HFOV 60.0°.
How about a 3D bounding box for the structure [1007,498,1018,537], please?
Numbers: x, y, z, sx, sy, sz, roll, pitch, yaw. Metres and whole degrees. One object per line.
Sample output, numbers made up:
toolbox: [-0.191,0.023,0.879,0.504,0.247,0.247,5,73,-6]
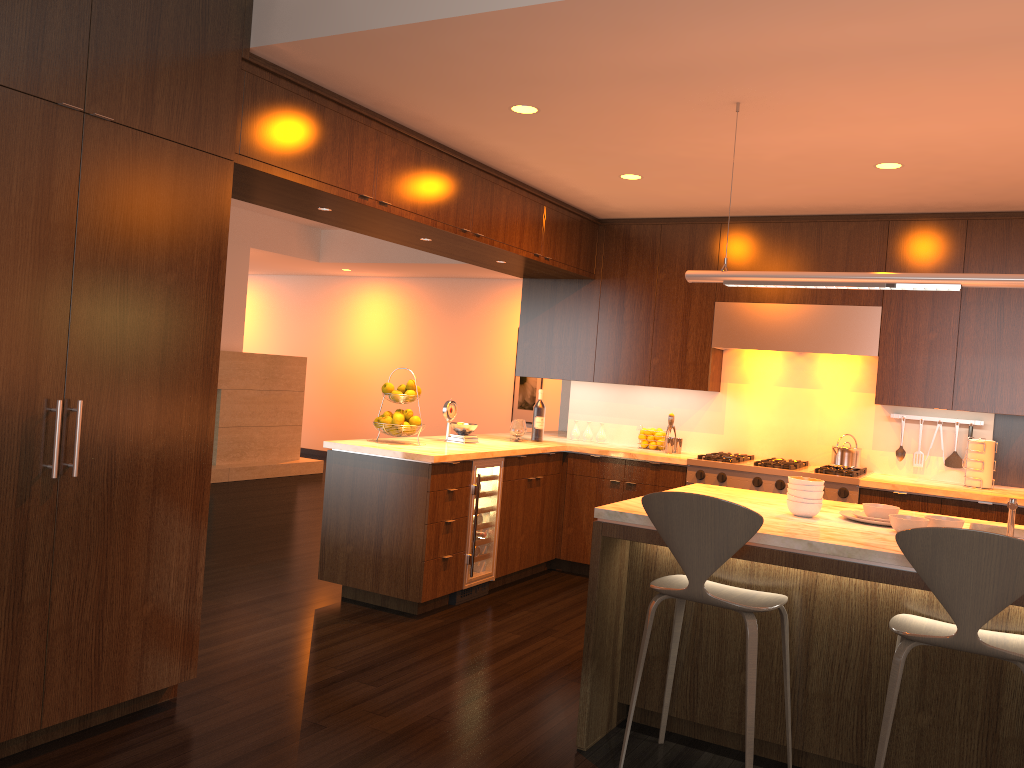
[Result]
structure: [1.816,0.498,3.225,0.050,0.161,0.067,5,1,29]

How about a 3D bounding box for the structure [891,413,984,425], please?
structure: [2.729,0.228,5.706,0.541,0.031,0.048,5,1,32]

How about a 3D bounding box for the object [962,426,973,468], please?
object: [2.889,0.406,5.604,0.063,0.281,0.063,4,1,6]

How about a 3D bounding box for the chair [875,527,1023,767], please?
chair: [1.404,0.946,2.758,0.520,1.047,0.506,5,1,29]

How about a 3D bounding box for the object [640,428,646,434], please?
object: [0.968,0.352,6.511,0.052,0.060,0.057,4,1,-40]

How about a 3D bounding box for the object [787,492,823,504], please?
object: [1.162,0.471,3.523,0.140,0.068,0.139,5,1,12]

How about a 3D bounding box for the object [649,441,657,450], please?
object: [1.027,0.449,6.459,0.064,0.063,0.074,4,1,-8]

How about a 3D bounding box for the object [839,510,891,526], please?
object: [1.460,0.538,3.517,0.310,0.021,0.309,5,1,29]

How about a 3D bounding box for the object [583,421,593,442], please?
object: [0.585,0.365,6.801,0.079,0.154,0.079,5,1,12]

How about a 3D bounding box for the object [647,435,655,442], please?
object: [1.012,0.397,6.463,0.052,0.053,0.062,5,1,34]

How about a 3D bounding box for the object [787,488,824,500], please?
object: [1.163,0.449,3.522,0.140,0.062,0.139,5,1,29]

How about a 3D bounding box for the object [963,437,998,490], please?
object: [2.838,0.479,5.388,0.168,0.304,0.160,4,1,-17]

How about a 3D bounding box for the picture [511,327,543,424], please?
picture: [0.210,-0.105,11.160,0.398,1.200,0.012,5,1,29]

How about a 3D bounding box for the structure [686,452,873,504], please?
structure: [1.805,0.532,5.916,1.067,0.422,0.824,5,1,29]

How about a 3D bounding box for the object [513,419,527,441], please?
object: [0.051,0.330,6.402,0.112,0.151,0.112,4,1,-43]

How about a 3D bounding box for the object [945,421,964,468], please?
object: [2.830,0.386,5.655,0.112,0.303,0.036,5,1,29]

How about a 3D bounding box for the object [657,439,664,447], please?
object: [1.074,0.426,6.426,0.052,0.054,0.061,5,1,39]

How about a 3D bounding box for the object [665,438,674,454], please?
object: [1.108,0.435,6.254,0.060,0.106,0.060,4,1,-29]

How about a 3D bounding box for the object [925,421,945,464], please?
object: [2.727,0.370,5.694,0.114,0.271,0.008,5,1,29]

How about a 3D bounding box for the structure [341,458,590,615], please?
structure: [1.247,0.990,5.750,3.400,0.862,3.060,5,1,29]

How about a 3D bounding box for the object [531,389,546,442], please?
object: [0.195,0.227,6.405,0.095,0.378,0.094,4,1,-36]

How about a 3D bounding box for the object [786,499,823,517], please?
object: [1.160,0.495,3.523,0.140,0.059,0.139,5,1,20]

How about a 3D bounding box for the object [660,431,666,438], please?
object: [1.103,0.370,6.494,0.051,0.053,0.063,4,1,-15]

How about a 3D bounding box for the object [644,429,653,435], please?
object: [0.995,0.350,6.465,0.063,0.051,0.053,5,1,19]

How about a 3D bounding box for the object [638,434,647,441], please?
object: [0.954,0.390,6.484,0.063,0.051,0.053,5,1,31]

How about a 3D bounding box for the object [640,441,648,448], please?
object: [0.975,0.445,6.534,0.061,0.053,0.053,5,1,14]

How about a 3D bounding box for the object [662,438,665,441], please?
object: [1.103,0.420,6.490,0.051,0.055,0.061,5,1,41]

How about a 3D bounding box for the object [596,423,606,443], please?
object: [0.681,0.373,6.746,0.079,0.154,0.079,5,1,12]

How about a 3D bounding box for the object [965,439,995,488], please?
object: [2.840,0.482,5.379,0.144,0.286,0.149,5,1,11]

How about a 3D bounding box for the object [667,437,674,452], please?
object: [1.142,0.436,6.369,0.060,0.106,0.060,4,1,-29]

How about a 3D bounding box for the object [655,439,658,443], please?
object: [1.073,0.415,6.495,0.051,0.053,0.062,4,1,-20]

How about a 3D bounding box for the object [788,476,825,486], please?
object: [1.166,0.406,3.522,0.140,0.062,0.139,5,1,37]

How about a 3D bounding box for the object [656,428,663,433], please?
object: [1.093,0.355,6.560,0.050,0.060,0.059,4,1,-28]

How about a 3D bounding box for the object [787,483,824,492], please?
object: [1.165,0.427,3.522,0.140,0.064,0.139,4,1,3]

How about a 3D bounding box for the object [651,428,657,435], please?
object: [1.036,0.350,6.509,0.051,0.053,0.063,4,1,-27]

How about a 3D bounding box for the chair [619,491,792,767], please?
chair: [0.693,0.887,3.105,0.520,1.047,0.506,5,1,34]

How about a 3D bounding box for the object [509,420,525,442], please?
object: [0.038,0.331,6.249,0.112,0.151,0.112,4,1,-43]

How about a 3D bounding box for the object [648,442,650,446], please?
object: [1.026,0.443,6.502,0.057,0.060,0.052,4,1,-22]

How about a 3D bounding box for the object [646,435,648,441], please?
object: [1.001,0.392,6.518,0.064,0.053,0.051,4,1,-25]

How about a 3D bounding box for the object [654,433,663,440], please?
object: [1.066,0.379,6.449,0.061,0.052,0.053,4,1,-15]

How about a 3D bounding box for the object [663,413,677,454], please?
object: [1.108,0.344,6.266,0.101,0.288,0.088,4,1,-31]

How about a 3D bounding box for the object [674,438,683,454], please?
object: [1.181,0.440,6.305,0.060,0.106,0.060,4,1,-29]

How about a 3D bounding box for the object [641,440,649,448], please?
object: [0.969,0.439,6.476,0.060,0.057,0.052,4,1,-26]

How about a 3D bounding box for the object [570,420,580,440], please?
object: [0.492,0.357,6.855,0.079,0.154,0.079,5,1,12]
